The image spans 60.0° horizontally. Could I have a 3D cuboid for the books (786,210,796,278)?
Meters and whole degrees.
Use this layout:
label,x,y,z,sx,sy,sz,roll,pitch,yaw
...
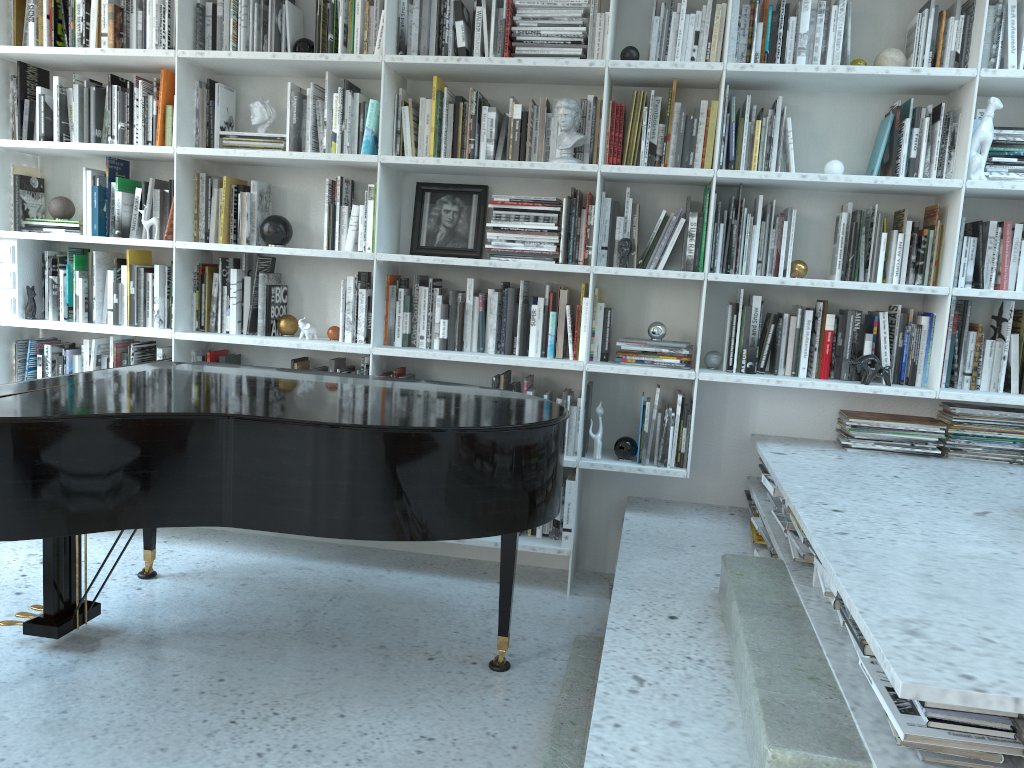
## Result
label,x,y,z,sx,sy,sz,roll,pitch,yaw
books,1.049,-0.528,3.370,0.013,0.251,0.172,5,7,9

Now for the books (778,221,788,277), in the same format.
label,x,y,z,sx,sy,sz,roll,pitch,yaw
books,1.020,-0.508,3.372,0.014,0.208,0.180,5,7,9

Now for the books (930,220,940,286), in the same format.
label,x,y,z,sx,sy,sz,roll,pitch,yaw
books,1.551,-0.484,3.304,0.019,0.241,0.134,5,8,9

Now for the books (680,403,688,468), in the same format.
label,x,y,z,sx,sy,sz,roll,pitch,yaw
books,0.663,0.197,3.429,0.013,0.233,0.149,5,8,9

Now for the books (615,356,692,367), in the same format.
label,x,y,z,sx,sy,sz,roll,pitch,yaw
books,0.554,-0.090,3.455,0.285,0.012,0.159,5,7,14

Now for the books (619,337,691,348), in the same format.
label,x,y,z,sx,sy,sz,roll,pitch,yaw
books,0.556,-0.161,3.436,0.254,0.012,0.160,6,7,18

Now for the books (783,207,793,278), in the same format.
label,x,y,z,sx,sy,sz,roll,pitch,yaw
books,1.036,-0.534,3.371,0.014,0.261,0.141,5,8,9

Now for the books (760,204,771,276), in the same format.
label,x,y,z,sx,sy,sz,roll,pitch,yaw
books,0.956,-0.542,3.375,0.012,0.267,0.182,5,7,9

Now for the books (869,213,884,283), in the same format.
label,x,y,z,sx,sy,sz,roll,pitch,yaw
books,1.342,-0.502,3.305,0.018,0.251,0.183,5,7,9

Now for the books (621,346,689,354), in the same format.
label,x,y,z,sx,sy,sz,roll,pitch,yaw
books,0.554,-0.137,3.437,0.254,0.012,0.160,5,7,9

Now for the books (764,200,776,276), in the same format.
label,x,y,z,sx,sy,sz,roll,pitch,yaw
books,0.979,-0.551,3.386,0.006,0.285,0.159,5,8,9

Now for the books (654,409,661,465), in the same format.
label,x,y,z,sx,sy,sz,roll,pitch,yaw
books,0.568,0.204,3.456,0.013,0.203,0.139,5,7,9

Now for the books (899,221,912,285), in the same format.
label,x,y,z,sx,sy,sz,roll,pitch,yaw
books,1.441,-0.484,3.298,0.018,0.230,0.181,5,7,9

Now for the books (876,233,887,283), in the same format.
label,x,y,z,sx,sy,sz,roll,pitch,yaw
books,1.358,-0.467,3.306,0.018,0.182,0.181,5,7,9

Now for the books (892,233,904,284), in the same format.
label,x,y,z,sx,sy,sz,roll,pitch,yaw
books,1.415,-0.463,3.303,0.019,0.183,0.190,5,7,9

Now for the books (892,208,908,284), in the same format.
label,x,y,z,sx,sy,sz,roll,pitch,yaw
books,1.431,-0.507,3.298,0.006,0.274,0.172,5,8,9

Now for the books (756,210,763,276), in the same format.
label,x,y,z,sx,sy,sz,roll,pitch,yaw
books,0.936,-0.536,3.394,0.007,0.247,0.152,5,8,9

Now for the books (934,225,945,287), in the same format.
label,x,y,z,sx,sy,sz,roll,pitch,yaw
books,1.570,-0.473,3.298,0.009,0.224,0.145,5,8,9

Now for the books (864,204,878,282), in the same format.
label,x,y,z,sx,sy,sz,roll,pitch,yaw
books,1.335,-0.523,3.330,0.007,0.285,0.159,5,8,9

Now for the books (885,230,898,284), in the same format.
label,x,y,z,sx,sy,sz,roll,pitch,yaw
books,1.400,-0.471,3.309,0.015,0.195,0.175,5,7,9

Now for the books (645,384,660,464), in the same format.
label,x,y,z,sx,sy,sz,roll,pitch,yaw
books,0.549,0.153,3.455,0.032,0.301,0.148,5,8,9

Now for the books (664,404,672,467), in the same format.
label,x,y,z,sx,sy,sz,roll,pitch,yaw
books,0.605,0.196,3.441,0.012,0.226,0.149,5,8,9

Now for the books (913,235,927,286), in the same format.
label,x,y,z,sx,sy,sz,roll,pitch,yaw
books,1.490,-0.454,3.280,0.016,0.181,0.189,5,7,9

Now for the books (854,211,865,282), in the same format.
label,x,y,z,sx,sy,sz,roll,pitch,yaw
books,1.289,-0.513,3.333,0.008,0.259,0.158,5,8,9

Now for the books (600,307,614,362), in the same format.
label,x,y,z,sx,sy,sz,roll,pitch,yaw
books,0.379,-0.199,3.534,0.030,0.211,0.136,5,8,9

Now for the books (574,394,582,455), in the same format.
label,x,y,z,sx,sy,sz,roll,pitch,yaw
books,0.273,0.161,3.543,0.025,0.229,0.133,5,8,9

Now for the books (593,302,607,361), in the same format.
label,x,y,z,sx,sy,sz,roll,pitch,yaw
books,0.350,-0.210,3.534,0.027,0.229,0.141,5,8,9

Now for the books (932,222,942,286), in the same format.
label,x,y,z,sx,sy,sz,roll,pitch,yaw
books,1.564,-0.481,3.307,0.007,0.236,0.131,5,8,9

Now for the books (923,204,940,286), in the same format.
label,x,y,z,sx,sy,sz,roll,pitch,yaw
books,1.536,-0.509,3.277,0.007,0.296,0.162,5,8,9

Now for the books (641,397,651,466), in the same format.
label,x,y,z,sx,sy,sz,roll,pitch,yaw
books,0.521,0.180,3.443,0.014,0.246,0.176,5,7,9

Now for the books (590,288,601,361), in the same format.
label,x,y,z,sx,sy,sz,roll,pitch,yaw
books,0.333,-0.239,3.534,0.012,0.285,0.159,5,8,9

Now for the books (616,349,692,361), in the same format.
label,x,y,z,sx,sy,sz,roll,pitch,yaw
books,0.554,-0.114,3.447,0.285,0.012,0.159,5,7,12

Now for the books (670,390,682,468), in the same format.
label,x,y,z,sx,sy,sz,roll,pitch,yaw
books,0.632,0.170,3.423,0.021,0.285,0.172,5,8,9

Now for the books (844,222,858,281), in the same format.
label,x,y,z,sx,sy,sz,roll,pitch,yaw
books,1.259,-0.492,3.326,0.015,0.216,0.177,5,7,9

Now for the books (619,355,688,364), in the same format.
label,x,y,z,sx,sy,sz,roll,pitch,yaw
books,0.554,-0.102,3.451,0.254,0.012,0.160,5,7,15

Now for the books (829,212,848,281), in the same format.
label,x,y,z,sx,sy,sz,roll,pitch,yaw
books,1.230,-0.514,3.344,0.019,0.252,0.130,5,8,9

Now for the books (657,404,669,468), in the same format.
label,x,y,z,sx,sy,sz,roll,pitch,yaw
books,0.584,0.197,3.427,0.026,0.225,0.175,5,7,9

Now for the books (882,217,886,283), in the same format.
label,x,y,z,sx,sy,sz,roll,pitch,yaw
books,1.383,-0.499,3.328,0.030,0.245,0.135,5,8,9

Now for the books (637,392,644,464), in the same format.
label,x,y,z,sx,sy,sz,roll,pitch,yaw
books,0.501,0.169,3.454,0.005,0.264,0.162,5,8,9

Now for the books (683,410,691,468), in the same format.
label,x,y,z,sx,sy,sz,roll,pitch,yaw
books,0.677,0.210,3.441,0.012,0.206,0.160,5,7,9

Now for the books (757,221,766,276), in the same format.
label,x,y,z,sx,sy,sz,roll,pitch,yaw
books,0.944,-0.513,3.393,0.013,0.203,0.166,5,7,9

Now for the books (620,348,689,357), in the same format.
label,x,y,z,sx,sy,sz,roll,pitch,yaw
books,0.556,-0.126,3.449,0.254,0.012,0.160,5,7,14

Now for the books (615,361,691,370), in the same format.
label,x,y,z,sx,sy,sz,roll,pitch,yaw
books,0.552,-0.078,3.452,0.285,0.012,0.159,5,7,12

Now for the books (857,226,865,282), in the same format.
label,x,y,z,sx,sy,sz,roll,pitch,yaw
books,1.310,-0.488,3.352,0.031,0.209,0.122,5,8,9

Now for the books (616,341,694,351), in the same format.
label,x,y,z,sx,sy,sz,roll,pitch,yaw
books,0.557,-0.150,3.444,0.285,0.012,0.159,5,7,13

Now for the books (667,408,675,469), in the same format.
label,x,y,z,sx,sy,sz,roll,pitch,yaw
books,0.613,0.206,3.423,0.011,0.212,0.178,5,7,9

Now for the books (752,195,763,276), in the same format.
label,x,y,z,sx,sy,sz,roll,pitch,yaw
books,0.925,-0.559,3.373,0.014,0.297,0.175,5,8,9

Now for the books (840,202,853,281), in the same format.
label,x,y,z,sx,sy,sz,roll,pitch,yaw
books,1.250,-0.533,3.351,0.016,0.290,0.131,5,8,9

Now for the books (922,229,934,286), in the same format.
label,x,y,z,sx,sy,sz,roll,pitch,yaw
books,1.524,-0.465,3.292,0.013,0.204,0.158,5,7,9

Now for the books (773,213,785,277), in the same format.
label,x,y,z,sx,sy,sz,roll,pitch,yaw
books,1.007,-0.525,3.375,0.015,0.239,0.176,5,7,9

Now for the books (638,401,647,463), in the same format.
label,x,y,z,sx,sy,sz,roll,pitch,yaw
books,0.510,0.186,3.464,0.012,0.229,0.129,5,8,9

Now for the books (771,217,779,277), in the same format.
label,x,y,z,sx,sy,sz,roll,pitch,yaw
books,0.997,-0.519,3.388,0.008,0.223,0.133,5,8,9

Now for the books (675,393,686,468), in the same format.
label,x,y,z,sx,sy,sz,roll,pitch,yaw
books,0.653,0.176,3.442,0.015,0.271,0.157,5,8,9

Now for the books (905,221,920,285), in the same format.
label,x,y,z,sx,sy,sz,roll,pitch,yaw
books,1.478,-0.484,3.305,0.021,0.232,0.155,5,8,9

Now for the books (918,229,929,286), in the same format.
label,x,y,z,sx,sy,sz,roll,pitch,yaw
books,1.512,-0.468,3.303,0.016,0.205,0.141,5,7,9

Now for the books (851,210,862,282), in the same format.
label,x,y,z,sx,sy,sz,roll,pitch,yaw
books,1.278,-0.515,3.335,0.015,0.262,0.149,5,8,9

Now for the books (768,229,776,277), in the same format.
label,x,y,z,sx,sy,sz,roll,pitch,yaw
books,0.985,-0.498,3.391,0.013,0.179,0.140,5,7,9
